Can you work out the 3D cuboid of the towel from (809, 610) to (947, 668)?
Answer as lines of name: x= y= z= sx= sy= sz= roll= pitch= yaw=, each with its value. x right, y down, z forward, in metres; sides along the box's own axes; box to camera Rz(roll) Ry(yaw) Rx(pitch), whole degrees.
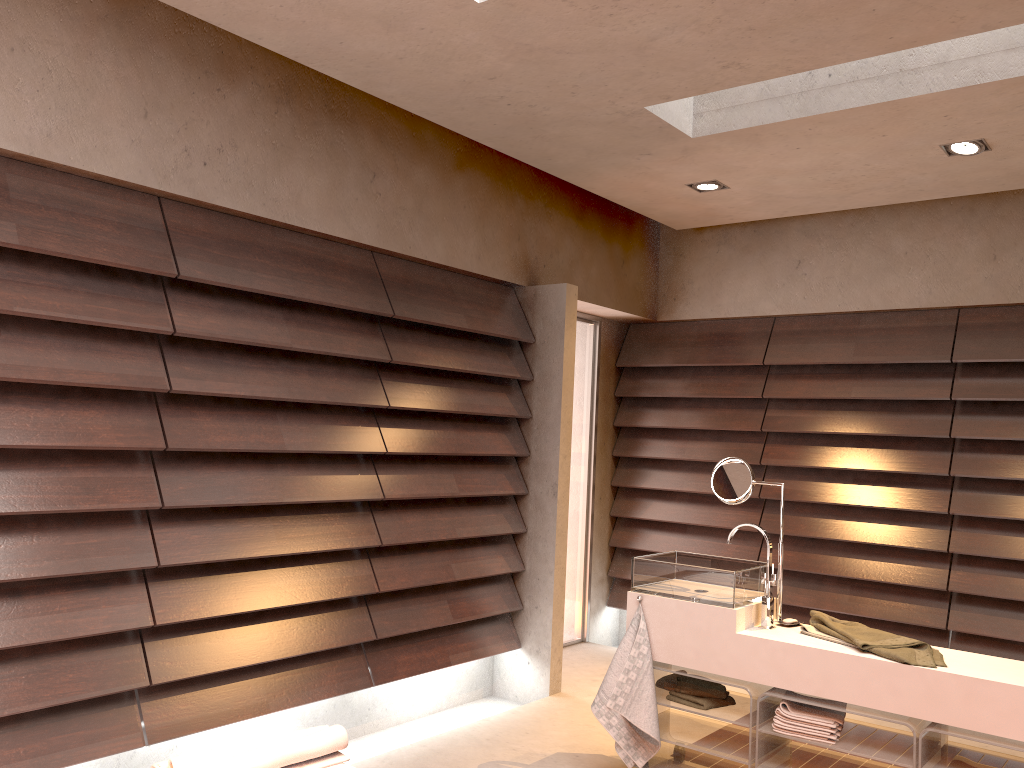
towel: x=1.201 y=0.828 z=2.911 sx=0.258 sy=0.057 sz=0.571 roll=3 pitch=-3 yaw=-10

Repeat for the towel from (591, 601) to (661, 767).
towel: x=0.418 y=1.066 z=3.180 sx=0.252 sy=0.598 sz=0.121 roll=1 pitch=-4 yaw=22

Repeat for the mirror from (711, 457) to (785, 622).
mirror: x=0.891 y=0.574 z=3.362 sx=0.316 sy=0.589 sz=0.074 roll=0 pitch=-4 yaw=41

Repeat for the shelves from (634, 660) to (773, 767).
shelves: x=0.712 y=1.244 z=3.228 sx=0.487 sy=0.436 sz=0.368 roll=0 pitch=-4 yaw=38

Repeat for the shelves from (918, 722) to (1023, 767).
shelves: x=1.500 y=1.245 z=2.606 sx=0.487 sy=0.436 sz=0.368 roll=0 pitch=-4 yaw=38

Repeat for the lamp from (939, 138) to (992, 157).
lamp: x=1.858 y=-0.983 z=3.634 sx=0.165 sy=0.068 sz=0.170 roll=0 pitch=-4 yaw=38

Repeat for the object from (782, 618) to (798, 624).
object: x=0.995 y=0.850 z=3.175 sx=0.066 sy=0.016 sz=0.035 roll=5 pitch=-4 yaw=-40

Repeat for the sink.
sink: x=0.734 y=0.676 z=3.251 sx=0.486 sy=0.357 sz=0.340 roll=0 pitch=-4 yaw=38

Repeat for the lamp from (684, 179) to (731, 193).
lamp: x=0.959 y=-0.989 z=4.346 sx=0.165 sy=0.051 sz=0.170 roll=0 pitch=-4 yaw=38

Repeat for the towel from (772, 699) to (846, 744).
towel: x=0.984 y=1.092 z=2.926 sx=0.221 sy=0.098 sz=0.220 roll=1 pitch=-4 yaw=27

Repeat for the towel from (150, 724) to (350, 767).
towel: x=-0.544 y=0.790 z=1.888 sx=0.159 sy=0.068 sz=0.396 roll=-1 pitch=-5 yaw=44

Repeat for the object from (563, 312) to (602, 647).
object: x=0.170 y=0.544 z=5.121 sx=0.090 sy=2.000 sz=1.007 roll=0 pitch=-4 yaw=38

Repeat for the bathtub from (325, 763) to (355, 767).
bathtub: x=-0.044 y=0.921 z=1.059 sx=2.000 sy=0.761 sz=0.994 roll=0 pitch=-4 yaw=38

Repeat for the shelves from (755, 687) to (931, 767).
shelves: x=1.088 y=1.242 z=2.892 sx=0.487 sy=0.436 sz=0.368 roll=0 pitch=-4 yaw=36

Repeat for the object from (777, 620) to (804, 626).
object: x=0.995 y=0.857 z=3.175 sx=0.108 sy=0.011 sz=0.065 roll=5 pitch=-4 yaw=-38

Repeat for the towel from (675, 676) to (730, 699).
towel: x=0.694 y=1.116 z=3.248 sx=0.192 sy=0.062 sz=0.192 roll=2 pitch=-3 yaw=17

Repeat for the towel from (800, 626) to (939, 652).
towel: x=1.170 y=0.843 z=2.930 sx=0.202 sy=0.027 sz=0.394 roll=5 pitch=-4 yaw=-31

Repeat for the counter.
counter: x=1.667 y=1.119 z=2.472 sx=2.931 sy=0.686 sz=0.350 roll=0 pitch=-4 yaw=38

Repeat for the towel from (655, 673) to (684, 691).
towel: x=0.661 y=1.131 z=3.348 sx=0.196 sy=0.040 sz=0.180 roll=5 pitch=-4 yaw=-38

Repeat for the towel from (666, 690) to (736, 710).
towel: x=0.682 y=1.126 z=3.199 sx=0.198 sy=0.034 sz=0.206 roll=6 pitch=-4 yaw=-42
